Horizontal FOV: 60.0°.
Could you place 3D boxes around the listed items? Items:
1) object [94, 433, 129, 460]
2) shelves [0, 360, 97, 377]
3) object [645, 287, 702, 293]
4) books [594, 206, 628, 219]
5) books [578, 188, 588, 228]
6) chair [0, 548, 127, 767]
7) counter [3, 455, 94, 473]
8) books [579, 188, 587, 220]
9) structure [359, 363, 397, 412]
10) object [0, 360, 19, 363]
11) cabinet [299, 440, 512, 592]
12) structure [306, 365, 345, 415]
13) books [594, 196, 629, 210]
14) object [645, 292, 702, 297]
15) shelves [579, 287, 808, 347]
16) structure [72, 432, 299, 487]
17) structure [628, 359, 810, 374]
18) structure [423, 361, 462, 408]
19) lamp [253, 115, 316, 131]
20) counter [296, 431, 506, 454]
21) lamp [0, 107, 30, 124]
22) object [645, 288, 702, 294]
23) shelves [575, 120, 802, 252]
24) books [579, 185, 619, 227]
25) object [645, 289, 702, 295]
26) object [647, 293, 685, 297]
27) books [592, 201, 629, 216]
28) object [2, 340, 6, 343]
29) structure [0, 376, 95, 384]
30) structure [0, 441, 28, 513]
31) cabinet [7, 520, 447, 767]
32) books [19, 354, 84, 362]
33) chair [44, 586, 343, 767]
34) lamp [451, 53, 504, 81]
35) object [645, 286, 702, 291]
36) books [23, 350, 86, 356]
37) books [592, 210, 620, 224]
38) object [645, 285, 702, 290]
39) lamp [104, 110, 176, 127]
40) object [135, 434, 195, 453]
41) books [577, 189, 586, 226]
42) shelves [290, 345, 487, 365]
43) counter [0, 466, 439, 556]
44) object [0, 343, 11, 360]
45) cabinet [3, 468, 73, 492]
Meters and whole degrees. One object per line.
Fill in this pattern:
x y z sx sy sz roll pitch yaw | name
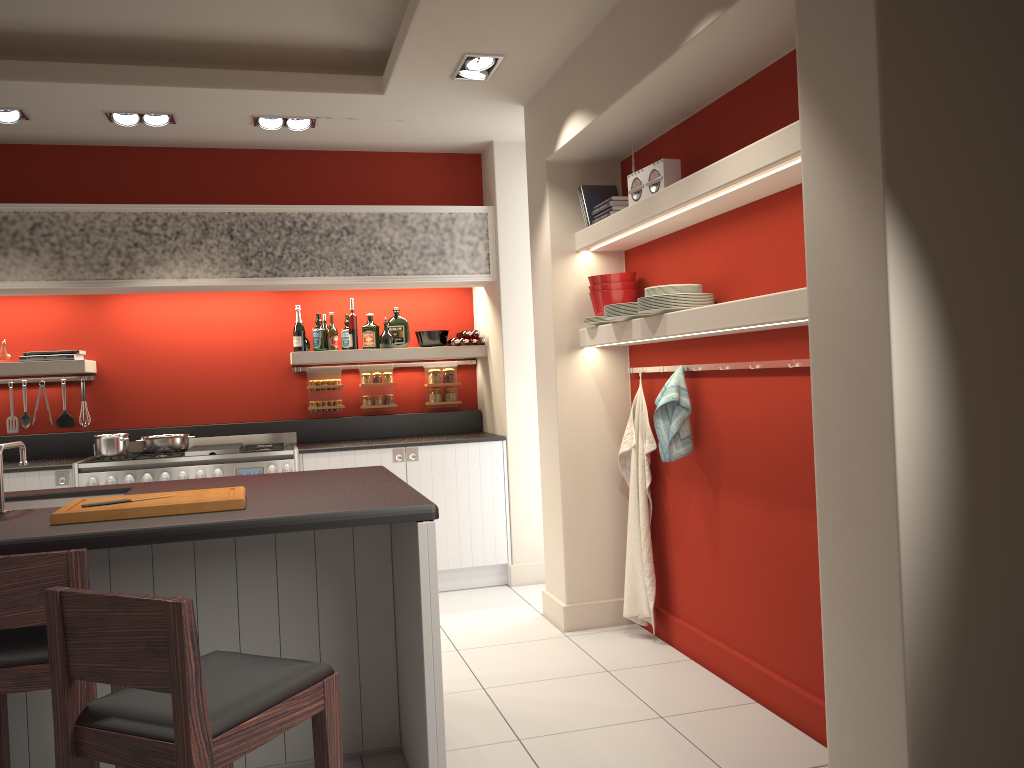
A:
-2.484 0.388 5.505 0.201 0.148 0.201 -3 0 -22 | object
-3.466 -0.083 5.721 1.379 0.083 0.376 -3 1 -15 | shelves
0.726 -0.414 3.989 0.255 0.015 0.255 -3 1 -34 | object
0.563 -0.878 4.554 0.207 0.019 0.258 -3 1 -14 | books
0.482 -0.959 4.841 0.208 0.242 0.126 -3 0 -15 | books
-1.312 0.939 2.461 0.383 1.008 0.474 -3 0 -13 | chair
-3.354 0.522 5.437 1.360 0.026 0.699 -3 1 -15 | counter
0.487 -0.961 4.822 0.209 0.243 0.126 -3 0 -15 | books
-0.980 0.026 6.481 0.256 0.347 0.130 -3 0 -15 | structure
-3.328 -0.145 5.758 0.160 0.027 0.183 -2 1 13 | object
-0.762 0.907 6.131 1.361 0.993 0.687 -3 0 -15 | cabinet
-1.344 0.044 6.383 0.256 0.347 0.130 -3 0 -15 | structure
0.561 -0.928 4.554 0.207 0.019 0.258 -3 1 -14 | books
0.727 -0.394 3.990 0.255 0.015 0.255 -3 1 -34 | object
0.896 -0.265 3.810 0.437 0.100 2.394 -3 1 -15 | shelves
-2.041 0.912 5.740 1.322 1.085 0.778 -3 0 -15 | structure
0.938 -0.077 3.831 0.063 0.034 2.223 -3 1 -15 | structure
-0.516 0.004 6.605 0.256 0.347 0.130 -3 0 -15 | structure
-1.360 -1.584 5.304 0.361 0.103 0.199 -3 1 -15 | lamp
-0.787 0.397 6.127 1.360 0.026 0.699 -3 1 -15 | counter
-2.886 -1.509 4.894 0.361 0.109 0.199 -3 1 -15 | lamp
0.726 -0.409 3.990 0.255 0.015 0.255 -3 1 -34 | object
0.872 -0.795 3.808 0.437 0.100 2.394 -3 1 -15 | shelves
0.487 -0.960 4.794 0.207 0.246 0.136 -3 0 -15 | books
0.726 -0.404 3.990 0.255 0.015 0.255 -3 1 -34 | object
0.727 -0.390 3.990 0.255 0.015 0.255 -3 1 -34 | object
0.551 -0.903 4.563 0.207 0.030 0.258 -3 1 -15 | books
-3.323 -0.276 5.803 0.026 0.032 0.023 -3 0 -32 | object
-3.497 -0.010 5.879 1.355 0.034 0.054 -3 0 -15 | structure
-1.821 0.334 3.103 0.183 0.249 0.224 -3 0 -15 | structure
-1.380 0.979 3.180 2.034 1.011 1.423 -3 0 -15 | cabinet
-3.013 -0.168 5.812 0.331 0.042 0.207 -3 1 -10 | books
-0.671 0.914 1.968 0.383 1.008 0.474 -2 0 25 | chair
-0.181 -1.631 4.532 0.199 0.090 0.361 -3 1 -15 | lamp
0.726 -0.419 3.989 0.255 0.015 0.255 -3 1 -34 | object
-3.005 -0.202 5.836 0.332 0.026 0.207 -3 1 -15 | books
0.554 -0.853 4.563 0.207 0.030 0.258 -3 1 -15 | books
0.726 -0.424 3.989 0.255 0.015 0.255 -3 1 -34 | object
-2.133 -1.547 5.096 0.361 0.104 0.199 -3 1 -15 | lamp
-2.301 0.394 5.889 0.309 0.105 0.309 -3 1 13 | object
0.481 -0.964 4.872 0.210 0.248 0.136 -3 0 -15 | books
-0.888 -0.208 6.414 1.379 0.083 0.376 -3 1 -15 | shelves
-1.398 0.447 3.180 2.054 0.050 1.415 -3 1 -15 | counter
-3.321 -0.202 5.802 0.077 0.134 0.076 -3 0 -31 | object
-3.335 1.031 5.440 1.361 0.993 0.687 -3 0 -15 | cabinet
